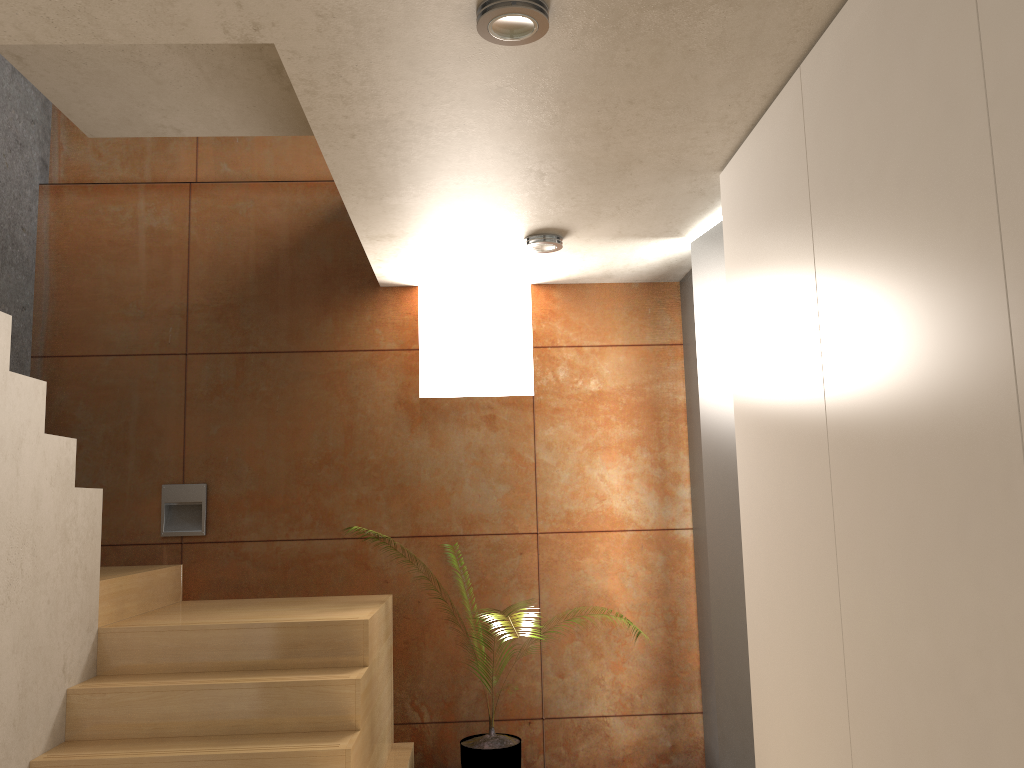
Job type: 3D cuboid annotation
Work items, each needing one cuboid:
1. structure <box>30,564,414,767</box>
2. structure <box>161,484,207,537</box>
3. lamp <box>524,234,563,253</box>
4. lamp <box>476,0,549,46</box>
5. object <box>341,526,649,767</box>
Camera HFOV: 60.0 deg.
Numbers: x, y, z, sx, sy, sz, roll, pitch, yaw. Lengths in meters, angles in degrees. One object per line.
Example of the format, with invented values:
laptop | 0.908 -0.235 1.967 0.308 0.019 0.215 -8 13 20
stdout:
structure | -1.423 1.293 3.218 1.950 1.110 2.400 -1 -8 -2
structure | -1.667 0.645 4.539 0.220 0.260 0.096 -1 -8 -2
lamp | 0.139 -0.626 3.948 0.173 0.044 0.173 -2 -8 3
lamp | 0.002 -0.872 2.121 0.173 0.044 0.173 -6 -9 32
object | -0.432 1.039 1.575 4.200 1.455 6.200 -1 -8 -2
